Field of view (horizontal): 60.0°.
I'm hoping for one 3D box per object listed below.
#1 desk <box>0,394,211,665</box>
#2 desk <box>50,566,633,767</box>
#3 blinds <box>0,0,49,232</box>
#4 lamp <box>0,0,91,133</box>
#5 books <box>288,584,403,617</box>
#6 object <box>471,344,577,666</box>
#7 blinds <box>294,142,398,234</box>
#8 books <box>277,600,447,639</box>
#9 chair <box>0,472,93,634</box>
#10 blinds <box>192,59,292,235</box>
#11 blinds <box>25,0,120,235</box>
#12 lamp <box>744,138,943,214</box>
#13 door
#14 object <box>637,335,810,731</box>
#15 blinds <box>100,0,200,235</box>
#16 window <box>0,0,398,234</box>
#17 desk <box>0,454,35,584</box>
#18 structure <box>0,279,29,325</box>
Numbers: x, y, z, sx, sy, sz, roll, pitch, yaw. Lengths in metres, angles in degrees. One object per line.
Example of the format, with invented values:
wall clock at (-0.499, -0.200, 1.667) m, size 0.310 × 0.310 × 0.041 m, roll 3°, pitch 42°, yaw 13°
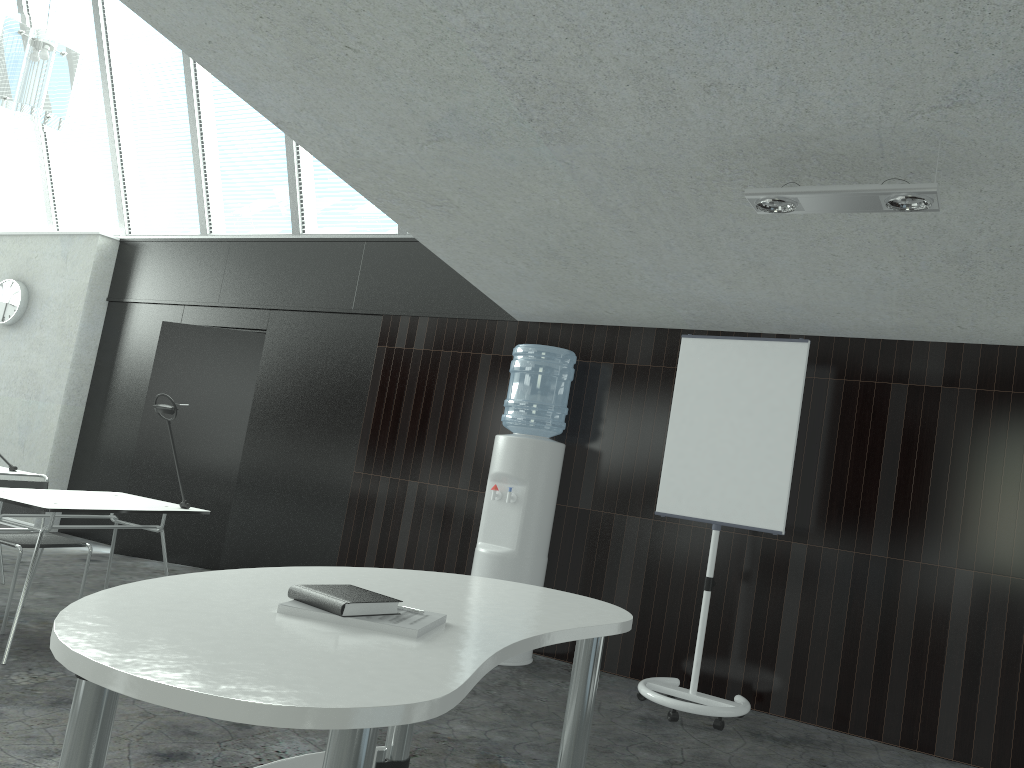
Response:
desk at (-2.017, 0.665, 4.199) m, size 0.700 × 1.321 × 0.900 m, roll 6°, pitch -6°, yaw 29°
desk at (-0.374, 0.959, 1.966) m, size 0.910 × 0.818 × 1.600 m, roll 6°, pitch -6°, yaw 24°
blinds at (-4.659, -3.083, 8.040) m, size 0.889 × 2.949 × 1.094 m, roll 6°, pitch -6°, yaw 29°
lamp at (-1.812, -2.638, 3.825) m, size 0.359 × 2.848 × 0.350 m, roll 6°, pitch -6°, yaw 29°
books at (-0.349, 0.502, 1.856) m, size 0.183 × 0.032 × 0.164 m, roll 4°, pitch -7°, yaw 42°
object at (0.050, 0.741, 5.108) m, size 0.436 × 1.967 × 0.436 m, roll 7°, pitch -6°, yaw 19°
blinds at (-1.216, -2.757, 6.121) m, size 0.889 × 2.982 × 1.106 m, roll 6°, pitch -6°, yaw 29°
books at (-0.307, 0.533, 1.854) m, size 0.297 × 0.021 × 0.210 m, roll 8°, pitch -6°, yaw 12°
chair at (-2.420, 0.902, 4.389) m, size 0.555 × 0.765 × 0.428 m, roll 6°, pitch -6°, yaw 30°
blinds at (-2.077, -2.825, 6.603) m, size 0.889 × 2.949 × 1.094 m, roll 6°, pitch -6°, yaw 29°
blinds at (-3.797, -2.997, 7.560) m, size 0.889 × 2.949 × 1.094 m, roll 6°, pitch -6°, yaw 29°
lamp at (1.376, -2.434, 3.159) m, size 0.600 × 3.595 × 0.212 m, roll 6°, pitch -6°, yaw 29°
door at (-2.435, 0.491, 6.758) m, size 0.940 × 2.020 × 0.365 m, roll 6°, pitch -6°, yaw 29°
object at (1.040, 0.766, 4.456) m, size 0.553 × 2.091 × 0.560 m, roll 9°, pitch -5°, yaw -7°
blinds at (-2.936, -2.911, 7.081) m, size 0.889 × 2.949 × 1.094 m, roll 6°, pitch -6°, yaw 29°
window at (-5.502, -3.196, 8.547) m, size 12.775 × 3.101 × 1.144 m, roll 6°, pitch -6°, yaw 29°
desk at (-3.299, 0.626, 4.936) m, size 0.700 × 1.153 × 0.900 m, roll 6°, pitch -6°, yaw 29°
structure at (-4.457, -0.805, 7.852) m, size 0.446 × 0.446 × 0.077 m, roll 6°, pitch -6°, yaw 29°
